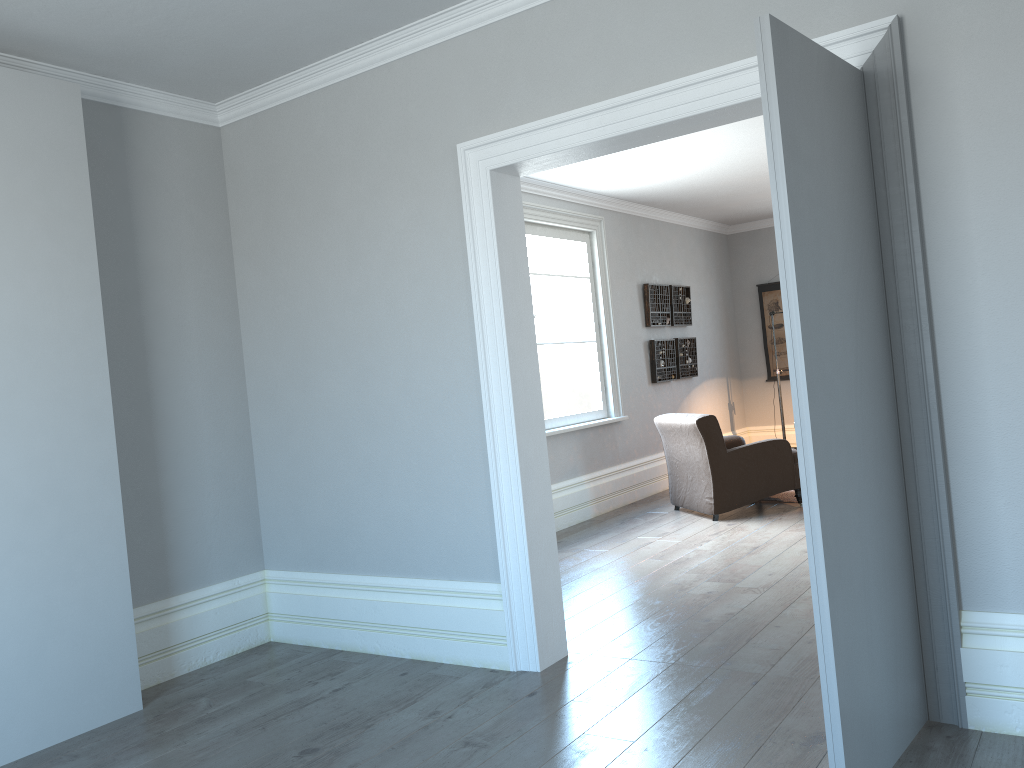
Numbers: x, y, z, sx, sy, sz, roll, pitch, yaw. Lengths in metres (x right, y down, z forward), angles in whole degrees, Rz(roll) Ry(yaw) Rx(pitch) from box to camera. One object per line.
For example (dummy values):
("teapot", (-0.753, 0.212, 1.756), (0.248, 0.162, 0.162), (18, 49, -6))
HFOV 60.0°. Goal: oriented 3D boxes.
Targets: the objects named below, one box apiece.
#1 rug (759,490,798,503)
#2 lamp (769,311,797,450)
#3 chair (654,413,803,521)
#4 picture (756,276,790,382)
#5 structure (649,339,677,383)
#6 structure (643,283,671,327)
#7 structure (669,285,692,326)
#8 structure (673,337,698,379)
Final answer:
("rug", (3.464, 0.772, 7.593), (2.818, 0.090, 2.401), (-6, 0, 35))
("lamp", (2.836, 0.052, 9.462), (0.797, 1.644, 1.863), (-6, 0, -18))
("chair", (1.757, 0.594, 7.047), (0.970, 0.795, 0.807), (-6, 0, -14))
("picture", (3.225, -0.710, 10.118), (0.793, 1.313, 0.057), (-6, 0, 34))
("structure", (1.485, -0.230, 8.683), (0.086, 0.416, 0.468), (-6, 0, 34))
("structure", (1.415, -0.768, 8.685), (0.099, 0.416, 0.468), (-6, 0, 34))
("structure", (1.736, -0.804, 9.114), (0.105, 0.416, 0.468), (-6, 0, 34))
("structure", (1.794, -0.271, 9.136), (0.086, 0.416, 0.468), (-6, 0, 34))
